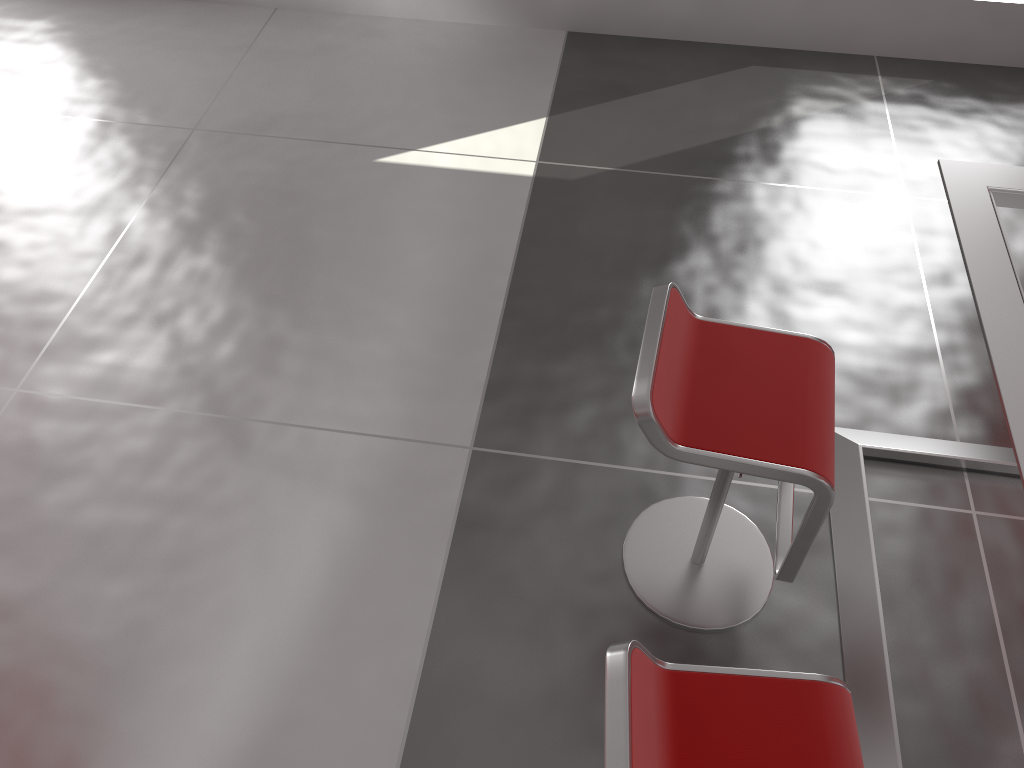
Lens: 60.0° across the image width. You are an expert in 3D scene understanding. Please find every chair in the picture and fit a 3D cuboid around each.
[{"bbox_3d":[0.499,0.212,2.157,0.460,0.857,0.418,11,50,9],"label":"chair"},{"bbox_3d":[0.366,0.838,1.619,0.460,0.857,0.418,3,49,3],"label":"chair"}]

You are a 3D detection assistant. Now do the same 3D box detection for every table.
[{"bbox_3d":[1.240,0.494,1.823,0.800,1.000,1.700,7,50,6],"label":"table"}]
